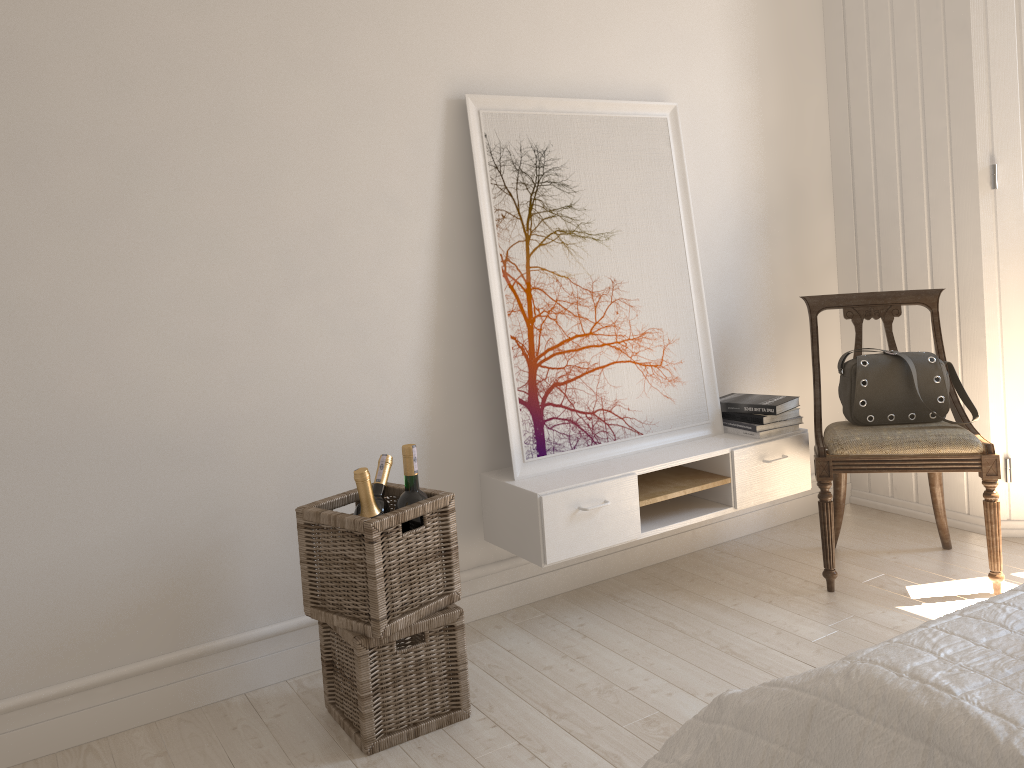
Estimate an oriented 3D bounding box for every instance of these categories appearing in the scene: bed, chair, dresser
[{"bbox_3d":[1.354,0.563,0.916,1.963,0.628,2.218,-9,9,-31],"label":"bed"},{"bbox_3d":[1.247,0.155,2.911,0.519,0.886,0.542,-3,4,14],"label":"chair"},{"bbox_3d":[1.829,-0.794,3.321,0.705,2.571,1.025,-6,4,-31],"label":"dresser"}]

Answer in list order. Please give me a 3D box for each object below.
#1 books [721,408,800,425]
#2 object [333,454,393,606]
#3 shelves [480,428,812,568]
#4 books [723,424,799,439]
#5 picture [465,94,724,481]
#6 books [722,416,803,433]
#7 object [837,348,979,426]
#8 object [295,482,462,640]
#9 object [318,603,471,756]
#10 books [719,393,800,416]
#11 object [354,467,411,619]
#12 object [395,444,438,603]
[{"bbox_3d":[0.847,0.100,3.081,0.192,0.028,0.240,-9,10,-33],"label":"books"},{"bbox_3d":[-0.360,0.367,2.212,0.095,0.330,0.287,-3,5,19],"label":"object"},{"bbox_3d":[0.476,0.322,2.869,1.120,0.209,0.369,-9,8,-31],"label":"shelves"},{"bbox_3d":[0.846,0.149,3.081,0.192,0.022,0.243,-9,9,-29],"label":"books"},{"bbox_3d":[0.288,-0.354,2.874,0.858,1.157,0.164,-7,4,-31],"label":"picture"},{"bbox_3d":[0.847,0.124,3.090,0.212,0.022,0.260,-8,9,-26],"label":"books"},{"bbox_3d":[1.267,0.004,2.850,0.399,0.247,0.214,-2,5,13],"label":"object"},{"bbox_3d":[-0.324,0.417,2.162,0.275,0.269,0.278,0,7,39],"label":"object"},{"bbox_3d":[-0.294,0.681,2.177,0.277,0.269,0.276,-7,6,-31],"label":"object"},{"bbox_3d":[0.845,0.069,3.090,0.259,0.032,0.193,3,11,41],"label":"books"},{"bbox_3d":[-0.310,0.368,2.078,0.094,0.359,0.128,-2,4,39],"label":"object"},{"bbox_3d":[-0.239,0.337,2.168,0.095,0.376,0.095,-5,3,-14],"label":"object"}]
